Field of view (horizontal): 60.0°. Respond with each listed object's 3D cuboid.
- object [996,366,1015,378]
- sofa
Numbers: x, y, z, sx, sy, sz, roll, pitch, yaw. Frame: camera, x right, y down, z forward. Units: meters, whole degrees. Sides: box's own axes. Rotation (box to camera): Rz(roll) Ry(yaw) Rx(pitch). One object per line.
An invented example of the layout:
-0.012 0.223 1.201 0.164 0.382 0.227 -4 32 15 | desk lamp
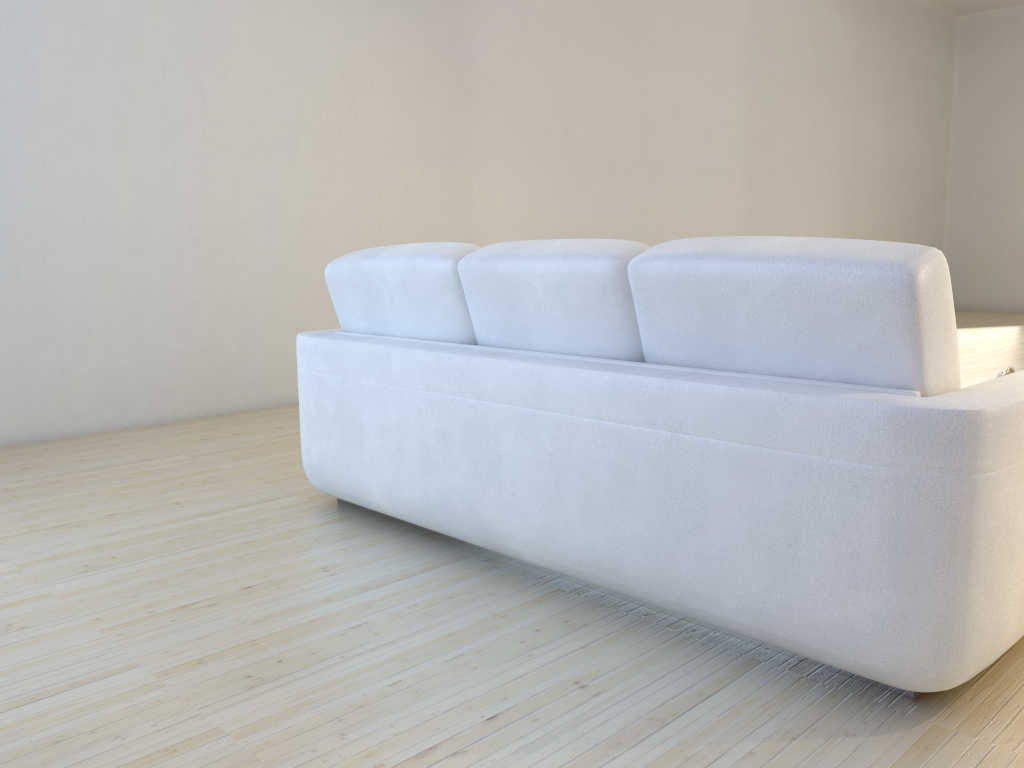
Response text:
3.042 -0.049 5.392 0.121 0.091 0.287 8 12 44 | object
0.328 0.027 2.505 0.941 0.862 2.166 -9 12 -44 | sofa
